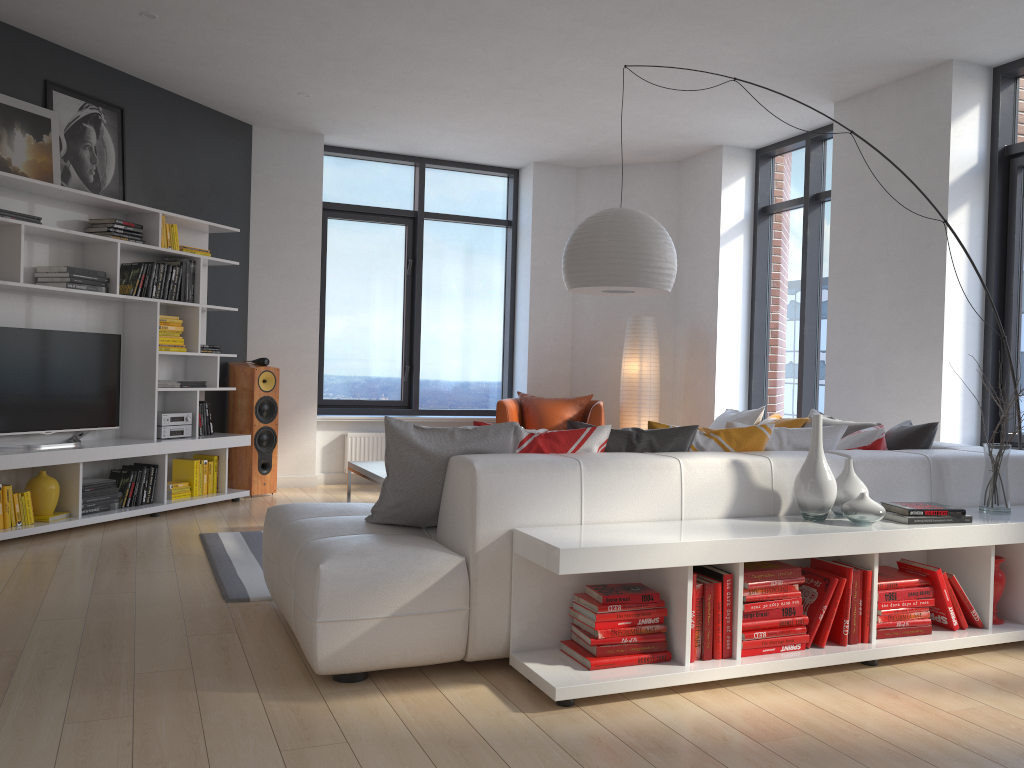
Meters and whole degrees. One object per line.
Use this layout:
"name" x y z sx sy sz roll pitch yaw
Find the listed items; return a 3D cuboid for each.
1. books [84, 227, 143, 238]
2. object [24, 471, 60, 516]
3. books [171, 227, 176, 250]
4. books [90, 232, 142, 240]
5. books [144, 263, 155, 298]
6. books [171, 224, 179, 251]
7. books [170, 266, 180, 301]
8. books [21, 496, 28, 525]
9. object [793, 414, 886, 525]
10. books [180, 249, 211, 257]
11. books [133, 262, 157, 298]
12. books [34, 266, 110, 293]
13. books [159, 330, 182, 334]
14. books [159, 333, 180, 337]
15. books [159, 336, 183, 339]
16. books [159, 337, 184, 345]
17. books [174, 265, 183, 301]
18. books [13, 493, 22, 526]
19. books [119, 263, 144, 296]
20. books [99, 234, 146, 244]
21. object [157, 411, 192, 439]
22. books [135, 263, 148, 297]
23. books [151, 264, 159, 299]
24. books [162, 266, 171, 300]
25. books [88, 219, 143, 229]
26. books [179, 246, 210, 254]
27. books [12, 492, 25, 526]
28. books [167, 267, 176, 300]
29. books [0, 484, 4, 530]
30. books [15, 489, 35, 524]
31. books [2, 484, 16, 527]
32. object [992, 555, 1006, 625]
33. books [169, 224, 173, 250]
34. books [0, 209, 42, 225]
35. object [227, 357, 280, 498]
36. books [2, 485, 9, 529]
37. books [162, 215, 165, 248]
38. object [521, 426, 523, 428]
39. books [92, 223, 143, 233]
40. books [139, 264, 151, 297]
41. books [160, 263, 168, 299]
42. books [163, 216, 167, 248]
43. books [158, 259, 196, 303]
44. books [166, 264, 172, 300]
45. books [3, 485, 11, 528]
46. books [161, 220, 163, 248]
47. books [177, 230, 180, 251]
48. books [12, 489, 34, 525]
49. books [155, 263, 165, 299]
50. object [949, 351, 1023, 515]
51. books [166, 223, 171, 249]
"books" -2.619 -0.994 5.839 0.214 0.030 0.284 2 1 26
"object" -2.770 0.640 5.227 0.185 0.257 0.185 2 1 0
"books" -2.387 -1.004 6.148 0.108 0.161 0.046 2 1 21
"books" -2.603 -0.967 5.829 0.189 0.020 0.264 2 1 21
"books" -2.498 -0.695 5.992 0.172 0.242 0.069 2 1 23
"books" -2.391 -1.017 6.176 0.141 0.184 0.064 2 1 23
"books" -2.431 -0.701 6.213 0.191 0.249 0.084 2 1 22
"books" -2.810 0.716 5.043 0.113 0.169 0.049 2 1 21
"object" 1.223 0.315 3.359 0.316 0.398 0.319 2 1 1
"books" -2.344 -0.940 6.408 0.194 0.028 0.257 2 1 27
"books" -2.513 -0.703 6.023 0.192 0.254 0.075 2 1 21
"books" -2.744 -0.646 5.538 0.277 0.137 0.343 2 1 17
"books" -2.477 -0.368 6.235 0.171 0.019 0.239 2 1 22
"books" -2.466 -0.347 6.218 0.145 0.023 0.217 2 1 26
"books" -2.481 -0.330 6.234 0.189 0.014 0.251 2 1 25
"books" -2.468 -0.302 6.232 0.189 0.042 0.243 2 1 22
"books" -2.419 -0.705 6.245 0.197 0.260 0.066 2 1 22
"books" -2.843 0.705 5.013 0.138 0.188 0.056 2 1 22
"books" -2.556 -0.692 5.908 0.182 0.234 0.104 2 1 22
"books" -2.600 -0.942 5.829 0.214 0.030 0.284 2 1 26
"object" -2.448 0.288 6.229 0.270 0.174 0.285 2 1 22
"books" -2.548 -0.692 5.941 0.187 0.234 0.096 2 1 22
"books" -2.498 -0.696 6.046 0.179 0.243 0.068 2 1 21
"books" -2.442 -0.695 6.123 0.172 0.242 0.069 2 1 23
"books" -2.603 -1.048 5.832 0.209 0.030 0.266 2 1 16
"books" -2.352 -0.966 6.408 0.203 0.024 0.257 2 1 25
"books" -2.828 0.706 5.030 0.134 0.187 0.046 2 1 22
"books" -2.435 -0.698 6.173 0.179 0.243 0.071 2 1 21
"books" -2.900 0.673 4.907 0.185 0.252 0.055 2 1 21
"books" -2.814 0.702 5.098 0.149 0.193 0.046 2 1 23
"books" -2.876 0.681 4.991 0.172 0.235 0.056 2 1 21
"object" 1.913 0.823 3.566 0.125 0.258 0.125 2 1 45
"books" -2.405 -1.014 6.136 0.128 0.178 0.044 2 1 22
"books" -2.905 -0.951 5.068 0.250 0.047 0.310 2 1 18
"object" -2.083 0.332 7.018 0.434 1.088 0.290 2 1 37
"books" -2.871 0.680 4.929 0.169 0.240 0.043 2 1 21
"books" -2.454 -1.038 6.068 0.163 0.224 0.041 2 1 20
"object" -0.026 0.378 5.153 0.330 0.265 0.330 2 1 1
"books" -2.592 -1.021 5.831 0.180 0.026 0.246 2 1 25
"books" -2.523 -0.692 5.965 0.169 0.233 0.081 2 1 21
"books" -2.476 -0.705 6.114 0.197 0.260 0.066 2 1 22
"books" -2.450 -1.038 6.099 0.164 0.224 0.054 2 1 21
"books" -2.408 -0.732 6.345 0.259 0.321 0.128 2 1 22
"books" -2.457 -0.703 6.154 0.192 0.254 0.075 2 1 21
"books" -2.880 0.681 4.959 0.171 0.235 0.043 2 1 20
"books" -2.445 -1.039 6.039 0.161 0.229 0.041 2 1 21
"books" -2.390 -1.018 6.200 0.142 0.184 0.044 2 1 23
"books" -2.815 0.703 5.072 0.148 0.193 0.067 2 1 23
"books" -2.488 -0.701 6.082 0.191 0.249 0.084 2 1 22
"object" 2.049 0.162 3.617 0.406 0.744 0.607 2 1 17
"books" -2.419 -1.015 6.120 0.132 0.180 0.054 2 1 22
